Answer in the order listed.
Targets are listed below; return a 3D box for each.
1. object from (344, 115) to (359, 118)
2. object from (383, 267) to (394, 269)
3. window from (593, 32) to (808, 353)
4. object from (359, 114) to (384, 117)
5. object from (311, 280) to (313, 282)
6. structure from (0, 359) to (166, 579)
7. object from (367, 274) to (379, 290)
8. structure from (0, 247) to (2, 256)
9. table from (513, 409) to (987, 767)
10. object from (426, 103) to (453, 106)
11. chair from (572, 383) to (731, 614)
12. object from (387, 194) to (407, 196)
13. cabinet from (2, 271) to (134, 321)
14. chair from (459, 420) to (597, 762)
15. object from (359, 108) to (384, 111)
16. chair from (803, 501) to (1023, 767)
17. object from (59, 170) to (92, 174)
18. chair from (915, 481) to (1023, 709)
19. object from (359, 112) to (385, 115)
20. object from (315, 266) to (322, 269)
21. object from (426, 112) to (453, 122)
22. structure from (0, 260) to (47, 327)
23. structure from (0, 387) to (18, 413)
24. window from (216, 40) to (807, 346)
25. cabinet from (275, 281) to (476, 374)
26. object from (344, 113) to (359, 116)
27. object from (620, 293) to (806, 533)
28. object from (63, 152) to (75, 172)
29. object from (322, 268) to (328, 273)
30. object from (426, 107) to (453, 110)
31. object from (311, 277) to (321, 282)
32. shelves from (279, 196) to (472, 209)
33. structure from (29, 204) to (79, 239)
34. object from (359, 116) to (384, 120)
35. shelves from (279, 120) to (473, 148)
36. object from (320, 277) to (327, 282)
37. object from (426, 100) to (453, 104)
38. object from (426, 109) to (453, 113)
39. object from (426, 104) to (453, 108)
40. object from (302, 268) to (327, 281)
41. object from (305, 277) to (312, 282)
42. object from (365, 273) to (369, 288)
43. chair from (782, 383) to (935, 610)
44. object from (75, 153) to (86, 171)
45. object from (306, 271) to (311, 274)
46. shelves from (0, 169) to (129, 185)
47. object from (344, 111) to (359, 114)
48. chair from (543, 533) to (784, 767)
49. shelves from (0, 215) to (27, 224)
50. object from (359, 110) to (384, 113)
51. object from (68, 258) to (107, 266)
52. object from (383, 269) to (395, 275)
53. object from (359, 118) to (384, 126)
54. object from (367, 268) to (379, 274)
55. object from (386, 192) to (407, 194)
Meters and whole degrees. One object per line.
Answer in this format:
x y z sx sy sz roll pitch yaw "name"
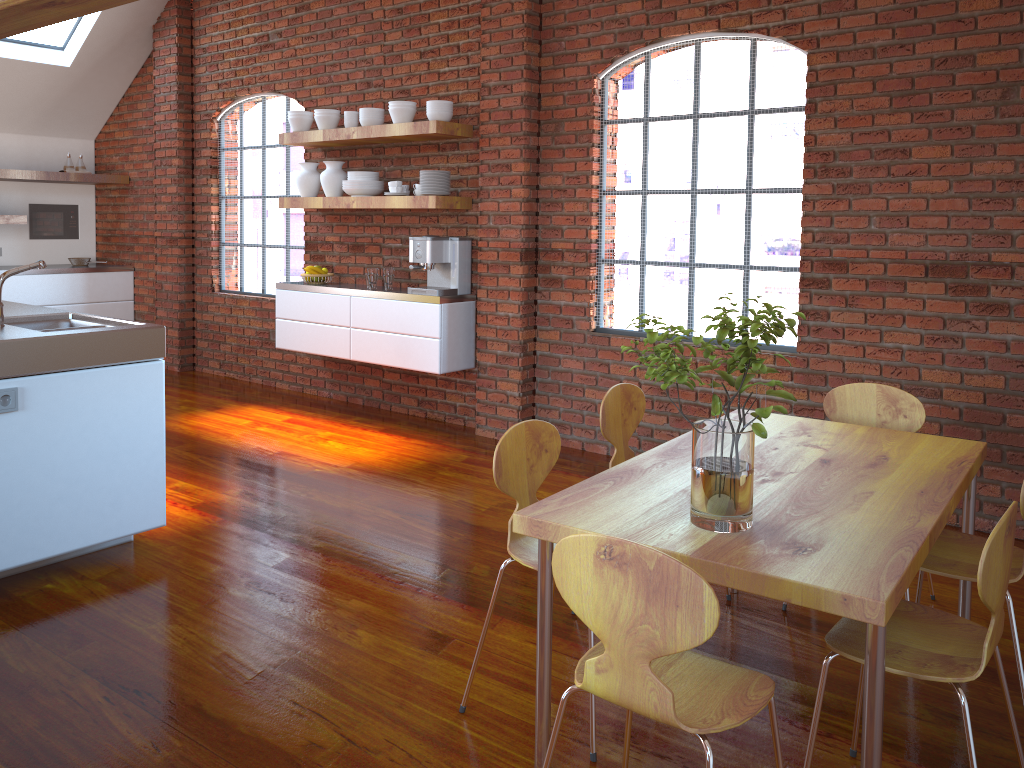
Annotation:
-1.098 -1.803 6.014 0.099 0.060 0.100 -1 9 -12 "object"
-0.830 -0.729 5.909 0.078 0.103 0.078 -2 6 -22 "object"
0.981 -1.040 4.711 1.275 1.657 0.084 6 6 38 "window"
-0.933 -1.760 5.863 0.166 0.060 0.167 7 11 32 "object"
-1.441 -0.774 6.341 0.074 0.075 0.073 2 7 13 "object"
-2.891 0.161 4.029 3.138 0.759 1.030 9 11 38 "structure"
-0.924 -0.678 5.834 0.078 0.103 0.078 -2 6 -22 "object"
-4.691 -1.190 7.929 0.033 0.079 0.161 4 9 38 "structure"
0.749 0.562 2.435 0.821 0.637 1.482 6 11 34 "table"
-0.448 -1.705 5.460 0.165 0.060 0.168 -1 10 -12 "object"
0.496 0.393 3.027 0.413 0.753 0.441 4 6 33 "chair"
-0.749 -1.217 5.693 0.154 0.012 0.156 1 10 -1 "object"
-4.440 -0.563 7.703 0.715 0.810 1.998 6 10 38 "cabinet"
0.152 0.499 2.420 0.413 0.753 0.441 4 6 33 "chair"
-0.933 -1.799 5.861 0.166 0.060 0.167 7 11 32 "object"
0.887 0.605 1.898 0.413 0.753 0.441 5 6 38 "chair"
-4.017 -1.943 8.086 0.196 0.032 0.225 8 13 36 "object"
1.248 0.521 2.383 0.413 0.753 0.441 5 6 38 "chair"
-0.933 -1.774 5.862 0.166 0.060 0.167 7 11 32 "object"
-1.397 -0.822 6.327 0.070 0.061 0.069 -4 9 -35 "object"
-0.449 -1.650 5.463 0.165 0.060 0.168 -1 10 -12 "object"
-1.907 -0.353 3.388 0.099 0.246 0.201 4 7 38 "structure"
-1.747 0.060 2.950 0.033 0.079 0.161 4 9 38 "structure"
1.999 -1.197 6.831 17.486 9.833 3.653 6 6 28 "window"
-0.971 -0.417 5.987 1.632 0.471 0.339 9 9 38 "cabinet"
-1.098 -1.815 6.014 0.099 0.060 0.100 -1 9 -12 "object"
0.435 0.062 1.954 0.426 0.516 0.393 0 6 -7 "object"
-4.048 -2.019 8.038 0.093 0.190 0.094 -3 6 -39 "object"
-1.345 -0.812 6.321 0.047 0.046 0.055 0 8 -10 "object"
-0.448 -1.680 5.462 0.165 0.060 0.168 -1 10 -12 "object"
-1.395 -0.763 6.283 0.077 0.065 0.077 -2 8 -18 "object"
-0.959 -1.222 5.941 1.545 0.075 0.340 9 13 38 "shelves"
-4.338 -1.537 8.346 0.013 0.331 0.460 3 8 38 "structure"
-0.934 -1.747 5.864 0.166 0.060 0.167 7 11 32 "object"
-0.953 -1.671 5.915 1.545 0.075 0.340 9 13 38 "shelves"
-1.370 -0.770 6.347 0.070 0.068 0.069 -6 9 -42 "object"
-0.448 -1.718 5.459 0.165 0.060 0.168 -1 10 -12 "object"
-0.449 -1.666 5.462 0.165 0.060 0.168 -1 10 -12 "object"
-0.448 -1.693 5.461 0.165 0.060 0.168 -1 10 -12 "object"
-1.398 -0.778 6.244 0.176 0.094 0.065 -2 6 -15 "object"
-1.455 -0.749 6.284 0.046 0.045 0.056 -2 8 -18 "object"
-0.958 -0.700 5.958 0.077 0.103 0.079 2 6 8 "object"
1.220 0.396 3.067 0.440 0.753 0.414 4 6 33 "chair"
-3.983 -2.033 8.126 0.093 0.191 0.094 0 5 -8 "object"
-1.448 -0.798 6.292 0.045 0.052 0.052 4 7 27 "object"
-4.446 -1.815 7.645 0.658 0.075 1.992 9 13 37 "shelves"
-1.098 -1.828 6.013 0.099 0.060 0.100 -1 9 -12 "object"
0.291 0.632 1.704 0.441 0.753 0.414 5 6 38 "chair"
-4.735 -1.374 7.311 0.658 0.075 1.074 9 13 37 "shelves"
-0.933 -1.785 5.862 0.166 0.060 0.167 7 11 32 "object"
-3.956 -1.131 8.169 0.349 0.073 0.196 4 10 19 "object"
-0.809 -0.703 5.770 0.078 0.103 0.078 -4 8 -39 "object"
-0.934 -1.731 5.865 0.166 0.060 0.167 7 11 32 "object"
-0.923 -0.716 5.832 0.078 0.103 0.078 -2 6 -22 "object"
-0.749 -1.230 5.692 0.154 0.012 0.156 1 10 -1 "object"
